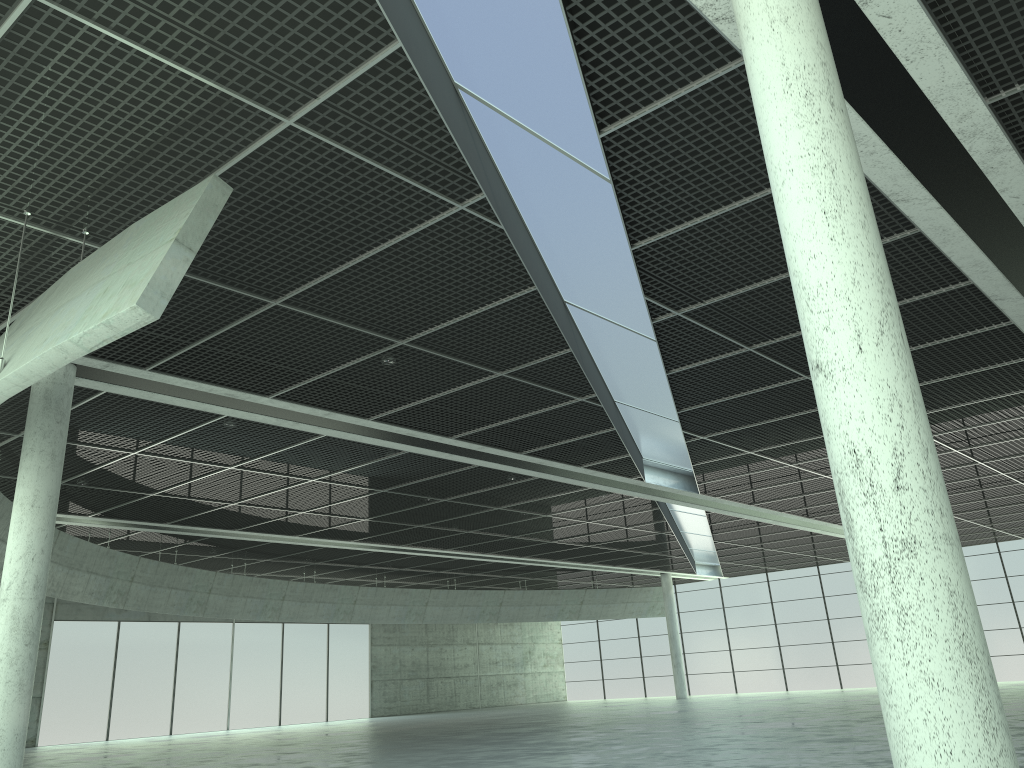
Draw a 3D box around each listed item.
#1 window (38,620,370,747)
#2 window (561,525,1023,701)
[{"bbox_3d":[-26.274,30.240,82.822,0.159,10.659,33.516,-20,-26,37],"label":"window"},{"bbox_3d":[10.848,13.961,53.854,99.631,16.076,100.748,-20,-26,37],"label":"window"}]
